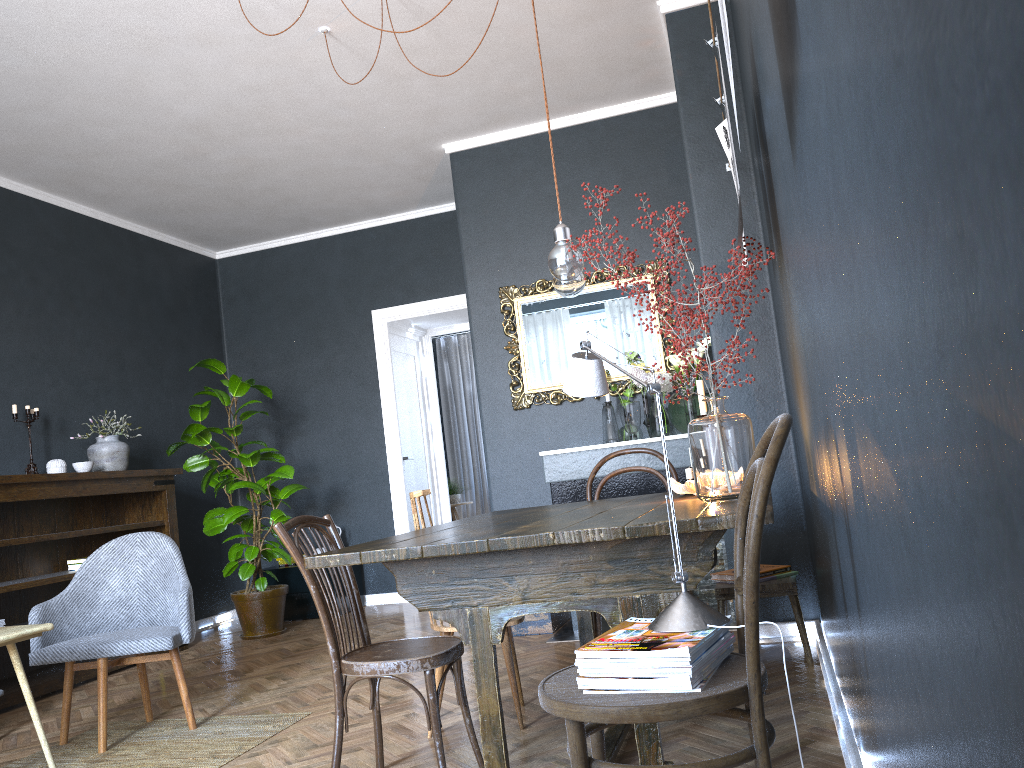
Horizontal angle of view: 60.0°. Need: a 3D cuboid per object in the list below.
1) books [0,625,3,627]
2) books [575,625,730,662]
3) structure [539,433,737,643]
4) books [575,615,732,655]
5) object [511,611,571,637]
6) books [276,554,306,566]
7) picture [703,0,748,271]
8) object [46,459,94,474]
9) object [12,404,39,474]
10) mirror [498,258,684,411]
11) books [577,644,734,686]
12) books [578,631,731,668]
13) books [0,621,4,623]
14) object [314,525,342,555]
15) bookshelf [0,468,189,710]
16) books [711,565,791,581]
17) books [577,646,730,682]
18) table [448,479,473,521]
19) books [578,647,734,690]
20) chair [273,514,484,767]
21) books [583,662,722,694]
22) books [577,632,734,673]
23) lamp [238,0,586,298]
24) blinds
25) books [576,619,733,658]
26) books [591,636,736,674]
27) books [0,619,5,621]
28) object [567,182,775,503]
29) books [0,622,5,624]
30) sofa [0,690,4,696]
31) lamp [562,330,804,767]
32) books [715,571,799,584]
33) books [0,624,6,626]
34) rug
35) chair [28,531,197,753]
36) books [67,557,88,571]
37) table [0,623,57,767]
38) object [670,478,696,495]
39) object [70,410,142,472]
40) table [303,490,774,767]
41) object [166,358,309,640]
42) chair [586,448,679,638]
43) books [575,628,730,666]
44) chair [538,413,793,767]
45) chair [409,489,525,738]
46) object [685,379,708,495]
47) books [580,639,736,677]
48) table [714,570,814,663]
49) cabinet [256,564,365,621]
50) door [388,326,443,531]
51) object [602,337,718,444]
[{"bbox_3d":[-2.700,1.221,4.345,0.219,0.008,0.288,-9,-6,19],"label":"books"},{"bbox_3d":[0.283,0.503,1.733,0.219,0.008,0.305,-10,-7,26],"label":"books"},{"bbox_3d":[0.732,0.796,4.811,1.066,0.979,0.834,-8,-6,15],"label":"structure"},{"bbox_3d":[0.283,0.487,1.732,0.219,0.013,0.305,-10,-7,27],"label":"books"},{"bbox_3d":[0.093,1.218,5.055,0.383,0.325,0.553,-8,-6,15],"label":"object"},{"bbox_3d":[-1.681,1.349,6.791,0.215,0.066,0.162,-8,-6,11],"label":"books"},{"bbox_3d":[0.430,-0.784,1.921,0.058,0.770,4.461,-8,-6,15],"label":"picture"},{"bbox_3d":[-2.587,0.484,5.197,0.255,0.103,0.118,-5,-6,-19],"label":"object"},{"bbox_3d":[-2.791,0.330,5.102,0.130,0.437,0.145,-3,-6,-38],"label":"object"},{"bbox_3d":[0.458,-0.292,5.331,1.057,0.783,0.067,-8,-5,15],"label":"mirror"},{"bbox_3d":[0.288,0.547,1.738,0.219,0.008,0.304,-10,-7,27],"label":"books"},{"bbox_3d":[0.285,0.517,1.735,0.219,0.008,0.288,-10,-7,27],"label":"books"},{"bbox_3d":[-2.706,1.201,4.351,0.219,0.008,0.305,-9,-6,20],"label":"books"},{"bbox_3d":[-1.433,1.210,6.728,0.228,0.267,0.229,-2,-7,-41],"label":"object"},{"bbox_3d":[-2.590,1.105,4.961,0.451,1.170,1.920,-8,-6,15],"label":"bookshelf"},{"bbox_3d":[1.005,0.794,3.733,0.262,0.024,0.208,-3,-7,-31],"label":"books"},{"bbox_3d":[0.287,0.539,1.740,0.219,0.013,0.305,-10,-7,27],"label":"books"},{"bbox_3d":[-0.717,1.585,10.762,0.595,0.959,0.731,-10,-6,29],"label":"table"},{"bbox_3d":[0.290,0.555,1.739,0.219,0.007,0.305,-10,-7,27],"label":"books"},{"bbox_3d":[-0.380,0.774,2.610,0.467,0.819,0.363,-8,-5,15],"label":"chair"},{"bbox_3d":[0.290,0.561,1.736,0.219,0.008,0.305,-9,-6,22],"label":"books"},{"bbox_3d":[0.288,0.521,1.730,0.219,0.006,0.304,-10,-7,27],"label":"books"},{"bbox_3d":[-0.448,-0.974,3.268,0.583,1.572,1.593,-2,-7,-43],"label":"lamp"},{"bbox_3d":[1.022,0.487,11.160,3.995,2.785,0.312,-8,-5,15],"label":"blinds"},{"bbox_3d":[0.286,0.495,1.732,0.219,0.008,0.304,-10,-7,27],"label":"books"},{"bbox_3d":[0.292,0.527,1.737,0.219,0.008,0.288,-10,-7,29],"label":"books"},{"bbox_3d":[-2.705,1.192,4.353,0.219,0.013,0.305,-9,-6,20],"label":"books"},{"bbox_3d":[0.554,-0.137,2.512,0.638,0.929,0.557,-6,-5,-14],"label":"object"},{"bbox_3d":[-2.701,1.208,4.349,0.219,0.008,0.305,-9,-6,19],"label":"books"},{"bbox_3d":[-2.921,1.113,2.837,0.970,0.797,2.342,-8,-6,15],"label":"sofa"},{"bbox_3d":[0.346,0.357,1.857,0.242,1.068,0.801,-4,-6,-30],"label":"lamp"},{"bbox_3d":[1.024,0.810,3.725,0.272,0.013,0.220,-4,-7,-28],"label":"books"},{"bbox_3d":[-2.698,1.214,4.348,0.219,0.008,0.305,-9,-6,19],"label":"books"},{"bbox_3d":[-1.565,1.349,2.794,1.004,0.013,2.013,-8,-6,15],"label":"rug"},{"bbox_3d":[-1.612,1.033,3.655,0.645,0.810,0.495,-6,-5,-6],"label":"chair"},{"bbox_3d":[-2.528,1.096,5.316,0.174,0.113,0.197,-7,-6,4],"label":"books"},{"bbox_3d":[-1.798,1.095,2.734,0.339,0.549,0.788,-8,-6,15],"label":"table"},{"bbox_3d":[0.622,0.317,2.787,0.253,0.072,0.254,-9,-6,22],"label":"object"},{"bbox_3d":[-2.532,0.357,5.538,0.385,0.412,0.276,-6,-5,-6],"label":"object"},{"bbox_3d":[0.282,0.760,2.775,1.127,0.726,1.606,-8,-6,15],"label":"table"},{"bbox_3d":[-1.874,0.774,6.091,1.118,1.896,0.764,-8,-5,9],"label":"object"},{"bbox_3d":[0.502,0.719,3.591,0.438,0.919,0.549,-8,-5,18],"label":"chair"},{"bbox_3d":[0.282,0.510,1.734,0.219,0.008,0.305,-10,-7,26],"label":"books"},{"bbox_3d":[0.319,0.546,1.704,0.549,0.919,0.438,-8,-5,13],"label":"chair"},{"bbox_3d":[-0.149,0.796,3.224,0.384,0.855,0.456,-7,-5,0],"label":"chair"},{"bbox_3d":[0.708,0.181,3.252,0.223,0.419,0.368,-8,-6,16],"label":"object"},{"bbox_3d":[0.292,0.533,1.737,0.219,0.008,0.288,-10,-7,29],"label":"books"},{"bbox_3d":[1.036,0.972,3.696,0.364,0.317,0.370,-8,-6,15],"label":"table"},{"bbox_3d":[-1.527,1.552,6.703,0.650,0.389,0.456,-8,-6,15],"label":"cabinet"},{"bbox_3d":[-0.822,0.626,7.367,0.162,2.184,0.857,-8,-5,15],"label":"door"},{"bbox_3d":[0.794,0.036,5.001,0.727,0.546,0.474,-9,-6,18],"label":"object"}]
